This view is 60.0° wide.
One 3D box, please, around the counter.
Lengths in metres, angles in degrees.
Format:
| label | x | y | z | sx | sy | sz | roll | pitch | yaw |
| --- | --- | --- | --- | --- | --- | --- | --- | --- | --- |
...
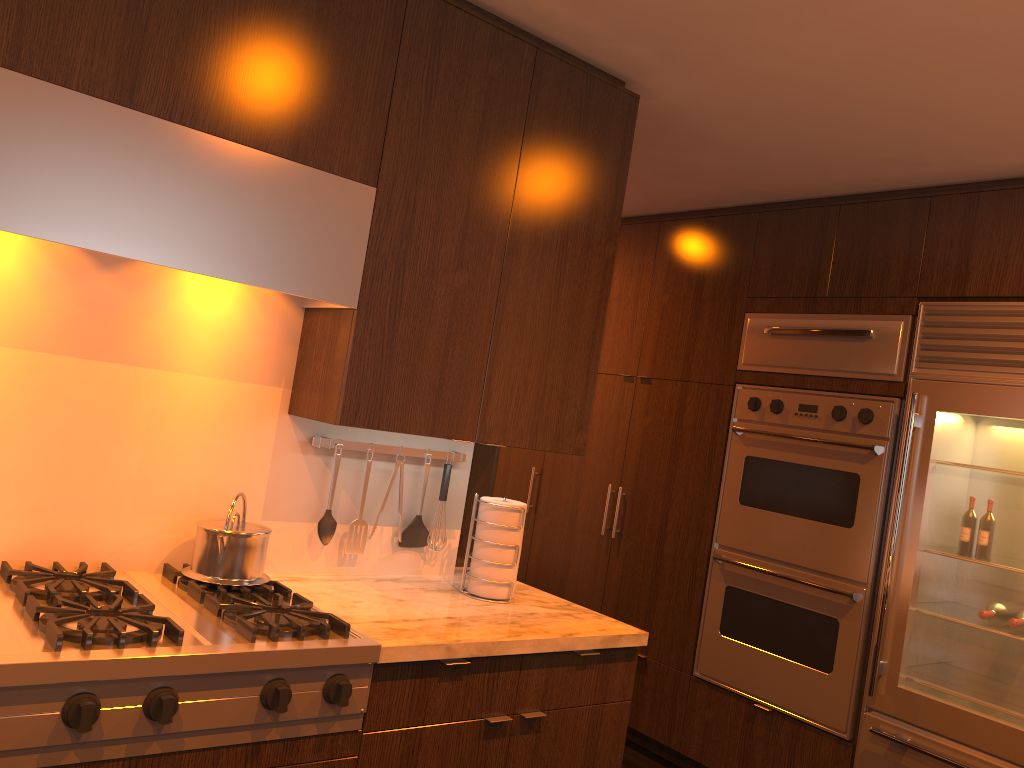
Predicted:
| label | x | y | z | sx | sy | sz | roll | pitch | yaw |
| --- | --- | --- | --- | --- | --- | --- | --- | --- | --- |
| counter | -0.947 | 0.482 | 1.337 | 3.616 | 0.038 | 3.187 | 10 | -2 | -39 |

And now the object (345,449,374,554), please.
| label | x | y | z | sx | sy | sz | roll | pitch | yaw |
| --- | --- | --- | --- | --- | --- | --- | --- | --- | --- |
| object | -0.445 | 0.350 | 2.640 | 0.066 | 0.314 | 0.004 | 10 | -2 | -39 |

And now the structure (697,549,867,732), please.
| label | x | y | z | sx | sy | sz | roll | pitch | yaw |
| --- | --- | --- | --- | --- | --- | --- | --- | --- | --- |
| structure | 1.071 | 1.020 | 3.627 | 0.064 | 0.544 | 0.710 | 10 | -2 | -39 |

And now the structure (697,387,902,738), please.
| label | x | y | z | sx | sy | sz | roll | pitch | yaw |
| --- | --- | --- | --- | --- | --- | --- | --- | --- | --- |
| structure | 1.365 | 0.712 | 3.833 | 0.687 | 1.294 | 0.743 | 10 | -2 | -39 |

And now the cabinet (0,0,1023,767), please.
| label | x | y | z | sx | sy | sz | roll | pitch | yaw |
| --- | --- | --- | --- | --- | --- | --- | --- | --- | --- |
| cabinet | 0.620 | 0.108 | 1.042 | 5.521 | 2.997 | 7.728 | 10 | -2 | -39 |

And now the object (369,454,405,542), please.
| label | x | y | z | sx | sy | sz | roll | pitch | yaw |
| --- | --- | --- | --- | --- | --- | --- | --- | --- | --- |
| object | -0.365 | 0.345 | 2.701 | 0.114 | 0.271 | 0.008 | 10 | -2 | -39 |

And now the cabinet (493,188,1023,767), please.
| label | x | y | z | sx | sy | sz | roll | pitch | yaw |
| --- | --- | --- | --- | --- | --- | --- | --- | --- | --- |
| cabinet | 1.255 | 0.533 | 4.029 | 0.690 | 2.540 | 3.924 | 10 | -2 | -39 |

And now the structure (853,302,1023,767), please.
| label | x | y | z | sx | sy | sz | roll | pitch | yaw |
| --- | --- | --- | --- | --- | --- | --- | --- | --- | --- |
| structure | 1.876 | 0.811 | 3.145 | 0.687 | 2.129 | 0.915 | 10 | -2 | -39 |

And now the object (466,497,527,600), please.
| label | x | y | z | sx | sy | sz | roll | pitch | yaw |
| --- | --- | --- | --- | --- | --- | --- | --- | --- | --- |
| object | -0.046 | 0.495 | 2.690 | 0.149 | 0.286 | 0.144 | 8 | -2 | 33 |

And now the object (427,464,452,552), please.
| label | x | y | z | sx | sy | sz | roll | pitch | yaw |
| --- | --- | --- | --- | --- | --- | --- | --- | --- | --- |
| object | -0.225 | 0.394 | 2.818 | 0.063 | 0.281 | 0.063 | 8 | -2 | 29 |

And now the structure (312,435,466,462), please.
| label | x | y | z | sx | sy | sz | roll | pitch | yaw |
| --- | --- | --- | --- | --- | --- | --- | --- | --- | --- |
| structure | -0.359 | 0.202 | 2.702 | 0.541 | 0.031 | 0.048 | 10 | -2 | -35 |

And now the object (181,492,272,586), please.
| label | x | y | z | sx | sy | sz | roll | pitch | yaw |
| --- | --- | --- | --- | --- | --- | --- | --- | --- | --- |
| object | -0.719 | 0.386 | 2.287 | 0.221 | 0.218 | 0.221 | 8 | -2 | 36 |

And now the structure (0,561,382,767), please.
| label | x | y | z | sx | sy | sz | roll | pitch | yaw |
| --- | --- | --- | --- | --- | --- | --- | --- | --- | --- |
| structure | -0.939 | 0.469 | 1.940 | 1.067 | 0.422 | 0.824 | 10 | -2 | -39 |

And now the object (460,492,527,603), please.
| label | x | y | z | sx | sy | sz | roll | pitch | yaw |
| --- | --- | --- | --- | --- | --- | --- | --- | --- | --- |
| object | -0.055 | 0.491 | 2.692 | 0.160 | 0.304 | 0.168 | 9 | -2 | 5 |

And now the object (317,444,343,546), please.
| label | x | y | z | sx | sy | sz | roll | pitch | yaw |
| --- | --- | --- | --- | --- | --- | --- | --- | --- | --- |
| object | -0.522 | 0.320 | 2.571 | 0.061 | 0.296 | 0.020 | 10 | -2 | -40 |

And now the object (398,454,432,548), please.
| label | x | y | z | sx | sy | sz | roll | pitch | yaw |
| --- | --- | --- | --- | --- | --- | --- | --- | --- | --- |
| object | -0.292 | 0.367 | 2.783 | 0.112 | 0.303 | 0.036 | 10 | -2 | -39 |
